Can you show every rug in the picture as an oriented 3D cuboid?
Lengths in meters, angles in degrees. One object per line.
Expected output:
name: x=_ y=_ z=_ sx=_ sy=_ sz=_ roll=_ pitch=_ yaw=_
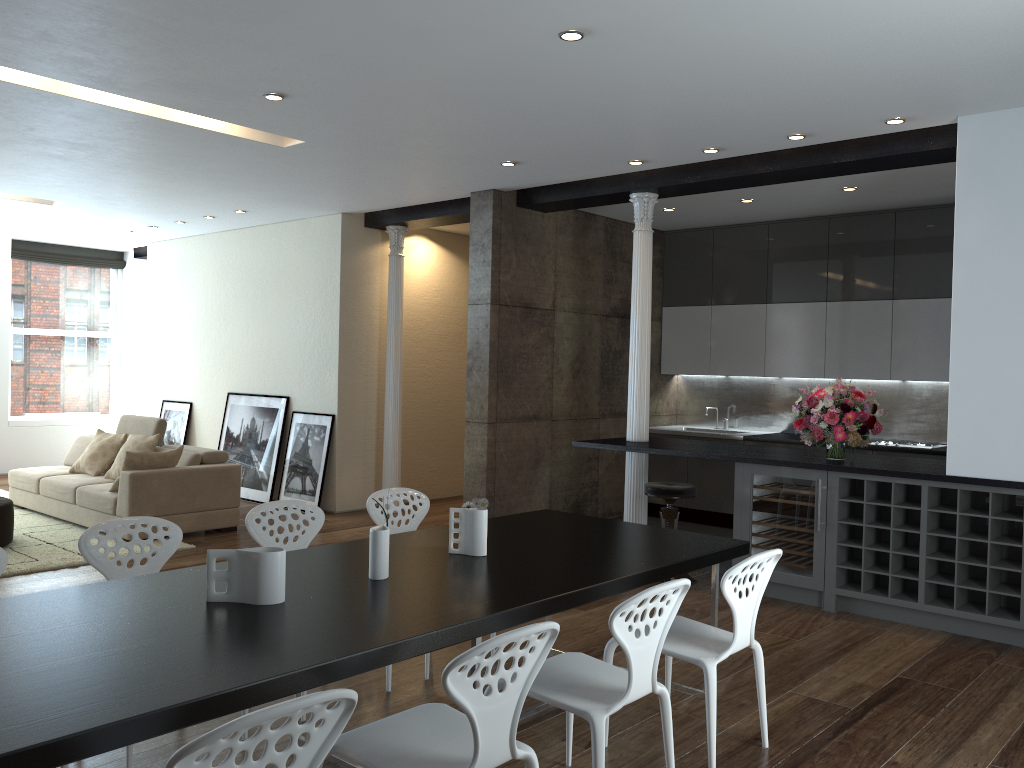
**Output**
rug: x=-5.085 y=1.233 z=7.328 sx=4.231 sy=0.020 sz=2.972 roll=2 pitch=1 yaw=41

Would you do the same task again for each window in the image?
window: x=-6.062 y=-0.664 z=11.979 sx=0.123 sy=2.400 sz=1.563 roll=2 pitch=1 yaw=41

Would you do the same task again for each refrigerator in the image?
refrigerator: x=1.786 y=0.925 z=5.836 sx=0.075 sy=0.774 sz=0.578 roll=0 pitch=1 yaw=-45

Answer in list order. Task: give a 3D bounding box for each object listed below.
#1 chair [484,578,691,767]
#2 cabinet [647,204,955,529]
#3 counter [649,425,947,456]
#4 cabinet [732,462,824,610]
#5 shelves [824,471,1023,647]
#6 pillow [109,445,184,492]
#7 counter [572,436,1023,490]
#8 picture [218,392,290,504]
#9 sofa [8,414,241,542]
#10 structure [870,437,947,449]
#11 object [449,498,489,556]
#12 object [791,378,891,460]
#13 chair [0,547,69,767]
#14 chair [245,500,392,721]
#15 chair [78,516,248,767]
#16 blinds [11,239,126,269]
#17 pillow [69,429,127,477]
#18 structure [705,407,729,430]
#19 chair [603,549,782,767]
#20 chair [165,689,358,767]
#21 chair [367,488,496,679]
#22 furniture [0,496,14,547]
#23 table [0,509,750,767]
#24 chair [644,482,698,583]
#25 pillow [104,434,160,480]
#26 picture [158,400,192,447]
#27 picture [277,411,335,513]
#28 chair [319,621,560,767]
chair: x=0.275 y=1.030 z=2.974 sx=0.581 sy=0.835 sz=0.495 roll=2 pitch=1 yaw=41
cabinet: x=4.332 y=-0.023 z=7.026 sx=7.409 sy=2.980 sz=0.827 roll=2 pitch=1 yaw=41
counter: x=2.890 y=0.621 z=8.303 sx=3.597 sy=0.223 sz=0.807 roll=2 pitch=1 yaw=41
cabinet: x=2.048 y=0.985 z=6.181 sx=0.642 sy=0.897 sz=0.900 roll=2 pitch=1 yaw=41
shelves: x=2.928 y=1.020 z=5.409 sx=1.700 sy=0.897 sz=0.900 roll=2 pitch=1 yaw=41
pillow: x=-3.057 y=0.708 z=7.424 sx=0.395 sy=0.393 sz=0.518 roll=2 pitch=1 yaw=38
counter: x=2.188 y=0.522 z=6.060 sx=3.700 sy=0.040 sz=1.000 roll=2 pitch=1 yaw=41
picture: x=-2.882 y=0.684 z=9.698 sx=1.183 sy=1.140 sz=0.225 roll=2 pitch=1 yaw=41
sofa: x=-3.674 y=0.786 z=8.263 sx=2.581 sy=0.950 sz=1.021 roll=2 pitch=1 yaw=41
structure: x=3.318 y=0.529 z=7.871 sx=0.900 sy=0.066 sz=0.520 roll=2 pitch=1 yaw=41
object: x=-0.167 y=0.576 z=3.616 sx=0.161 sy=0.233 sz=0.076 roll=2 pitch=1 yaw=23
object: x=2.176 y=0.230 z=5.940 sx=0.570 sy=0.552 sz=0.544 roll=0 pitch=1 yaw=-43
chair: x=-1.852 y=0.978 z=2.972 sx=0.581 sy=0.835 sz=0.495 roll=2 pitch=1 yaw=41
chair: x=-0.915 y=0.982 z=4.056 sx=0.581 sy=0.835 sz=0.495 roll=2 pitch=1 yaw=41
chair: x=-1.408 y=0.980 z=3.508 sx=0.581 sy=0.835 sz=0.495 roll=2 pitch=1 yaw=41
blinds: x=-5.988 y=-1.731 z=11.920 sx=0.156 sy=0.275 sz=1.563 roll=2 pitch=1 yaw=41
pillow: x=-3.949 y=0.656 z=8.506 sx=0.519 sy=0.416 sz=0.368 roll=2 pitch=1 yaw=37
structure: x=2.144 y=0.367 z=9.244 sx=0.183 sy=0.249 sz=0.224 roll=2 pitch=1 yaw=41
chair: x=0.739 y=1.032 z=3.502 sx=0.581 sy=0.835 sz=0.495 roll=2 pitch=1 yaw=41
chair: x=-0.651 y=1.026 z=1.918 sx=0.581 sy=0.835 sz=0.495 roll=2 pitch=1 yaw=41
chair: x=-0.449 y=0.984 z=4.581 sx=0.581 sy=0.835 sz=0.495 roll=2 pitch=1 yaw=41
furniture: x=-4.403 y=1.073 z=6.761 sx=1.057 sy=0.355 sz=1.057 roll=2 pitch=1 yaw=43
table: x=-0.494 y=1.060 z=3.166 sx=1.200 sy=0.733 sz=3.400 roll=2 pitch=1 yaw=41
chair: x=-1.634 y=1.156 z=4.348 sx=16.134 sy=0.952 sz=21.556 roll=2 pitch=1 yaw=41
pillow: x=-3.471 y=0.664 z=8.104 sx=0.534 sy=0.439 sz=0.301 roll=2 pitch=1 yaw=38
picture: x=-4.192 y=0.705 z=10.868 sx=0.700 sy=0.988 sz=0.195 roll=2 pitch=1 yaw=41
picture: x=-2.108 y=0.789 z=9.036 sx=0.700 sy=0.988 sz=0.195 roll=2 pitch=1 yaw=41
chair: x=-0.188 y=1.028 z=2.446 sx=0.581 sy=0.835 sz=0.495 roll=2 pitch=1 yaw=41
